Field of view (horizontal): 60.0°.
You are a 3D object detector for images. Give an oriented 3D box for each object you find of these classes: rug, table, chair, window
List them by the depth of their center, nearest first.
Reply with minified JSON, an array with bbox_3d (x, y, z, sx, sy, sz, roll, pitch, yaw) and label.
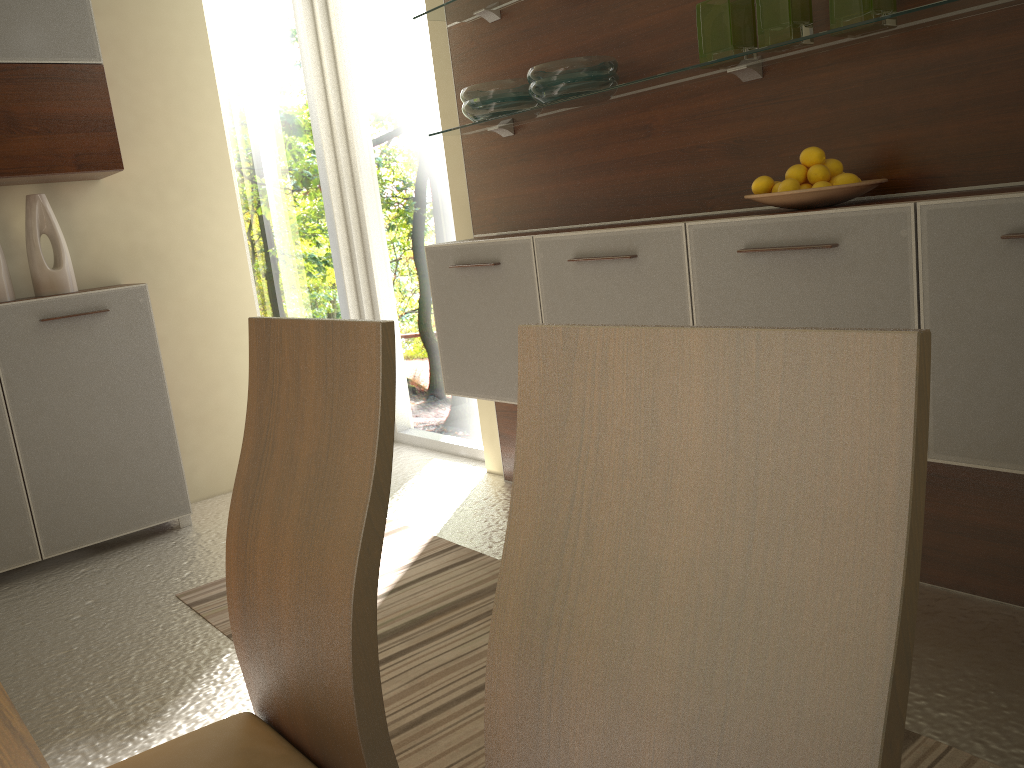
[{"bbox_3d":[-0.690,0.742,0.418,1.000,0.790,1.411,-15,14,-38],"label":"table"},{"bbox_3d":[0.011,0.504,0.600,0.507,1.017,0.404,-16,14,-40],"label":"chair"},{"bbox_3d":[0.968,0.843,0.931,0.843,0.010,1.613,-15,14,-37],"label":"rug"},{"bbox_3d":[-1.718,-0.373,1.001,6.429,3.000,4.466,-16,14,-40],"label":"window"},{"bbox_3d":[-0.373,0.466,1.047,0.507,1.017,0.404,-15,14,-38],"label":"chair"},{"bbox_3d":[-0.301,0.677,2.596,0.842,0.007,1.613,-15,14,-37],"label":"rug"}]

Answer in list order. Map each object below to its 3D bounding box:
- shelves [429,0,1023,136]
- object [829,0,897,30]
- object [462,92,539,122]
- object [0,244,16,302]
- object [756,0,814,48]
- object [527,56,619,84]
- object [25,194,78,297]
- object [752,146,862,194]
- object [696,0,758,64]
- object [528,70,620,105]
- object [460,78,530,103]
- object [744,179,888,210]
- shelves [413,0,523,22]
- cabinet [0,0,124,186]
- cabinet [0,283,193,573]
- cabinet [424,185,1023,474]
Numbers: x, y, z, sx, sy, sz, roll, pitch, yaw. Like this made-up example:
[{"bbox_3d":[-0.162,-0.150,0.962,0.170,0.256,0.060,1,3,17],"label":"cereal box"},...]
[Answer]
[{"bbox_3d":[0.571,-0.855,2.393,0.255,0.008,2.463,-15,14,-38],"label":"shelves"},{"bbox_3d":[0.812,-0.906,2.056,0.112,0.160,0.111,-16,14,-38],"label":"object"},{"bbox_3d":[-0.028,-0.948,3.056,0.288,0.068,0.288,-5,11,10],"label":"object"},{"bbox_3d":[-1.975,-0.492,3.302,0.153,0.384,0.153,-8,11,-5],"label":"object"},{"bbox_3d":[0.667,-0.966,2.181,0.099,0.259,0.099,-16,14,-38],"label":"object"},{"bbox_3d":[0.191,-0.966,2.784,0.288,0.068,0.288,-5,11,10],"label":"object"},{"bbox_3d":[-1.806,-0.539,3.438,0.153,0.384,0.153,-8,11,-5],"label":"object"},{"bbox_3d":[0.732,-0.517,2.207,0.259,0.139,0.230,-3,12,21],"label":"object"},{"bbox_3d":[0.567,-0.930,2.336,0.111,0.160,0.112,-16,14,-38],"label":"object"},{"bbox_3d":[0.196,-0.925,2.792,0.288,0.068,0.288,-5,11,10],"label":"object"},{"bbox_3d":[-0.033,-0.989,3.048,0.288,0.068,0.288,-5,11,10],"label":"object"},{"bbox_3d":[0.754,-0.463,2.209,0.337,0.053,0.337,-8,11,-7],"label":"object"},{"bbox_3d":[0.522,-1.253,2.316,0.255,0.008,2.463,-15,14,-38],"label":"shelves"},{"bbox_3d":[-2.528,-0.978,2.771,2.318,0.789,0.372,-15,14,-38],"label":"cabinet"},{"bbox_3d":[-2.367,0.329,3.024,2.318,1.018,0.372,-15,14,-38],"label":"cabinet"},{"bbox_3d":[0.608,-0.182,2.484,0.372,0.570,2.463,-15,14,-38],"label":"cabinet"}]
